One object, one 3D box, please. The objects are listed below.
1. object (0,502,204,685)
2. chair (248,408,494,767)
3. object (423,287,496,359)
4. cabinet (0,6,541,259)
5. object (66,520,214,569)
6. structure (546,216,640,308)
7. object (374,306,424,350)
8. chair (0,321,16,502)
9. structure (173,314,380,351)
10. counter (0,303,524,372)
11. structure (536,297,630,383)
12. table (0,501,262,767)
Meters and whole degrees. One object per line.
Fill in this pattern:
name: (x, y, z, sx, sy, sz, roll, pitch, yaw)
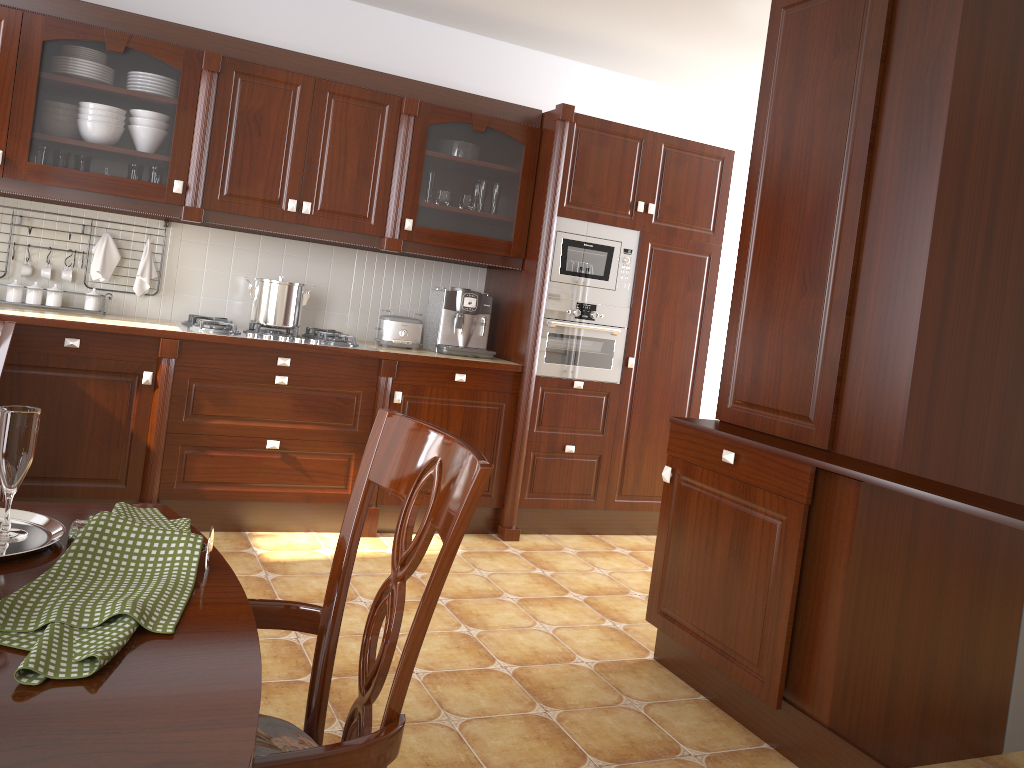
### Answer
object: (-0.415, 0.177, 0.935, 0.166, 0.056, 0.531, 7, 5, -12)
chair: (-0.317, 0.409, 0.913, 0.457, 0.744, 0.407, 7, 2, -25)
object: (-0.244, -0.305, 4.304, 0.273, 0.321, 0.325, 6, 3, -25)
cabinet: (-0.869, -0.950, 3.052, 2.771, 0.777, 1.378, 5, 5, -25)
object: (-0.410, 0.176, 0.981, 0.146, 0.046, 0.047, 7, 3, -12)
structure: (0.324, -0.608, 4.416, 0.493, 0.385, 0.318, 6, 3, -25)
object: (-0.528, -0.265, 4.185, 0.242, 0.188, 0.141, 6, 3, -24)
chair: (-1.029, 0.270, 1.397, 0.403, 0.744, 0.462, 7, 2, -28)
structure: (-1.053, -0.234, 3.918, 0.813, 0.046, 0.594, 5, 6, -25)
counter: (-1.064, -0.138, 3.245, 2.773, 0.032, 1.837, 5, 6, -25)
structure: (0.341, -0.209, 4.278, 0.492, 0.374, 0.041, 6, 1, -25)
table: (-1.065, 0.433, 0.567, 1.672, 0.557, 0.740, 5, 4, -25)
